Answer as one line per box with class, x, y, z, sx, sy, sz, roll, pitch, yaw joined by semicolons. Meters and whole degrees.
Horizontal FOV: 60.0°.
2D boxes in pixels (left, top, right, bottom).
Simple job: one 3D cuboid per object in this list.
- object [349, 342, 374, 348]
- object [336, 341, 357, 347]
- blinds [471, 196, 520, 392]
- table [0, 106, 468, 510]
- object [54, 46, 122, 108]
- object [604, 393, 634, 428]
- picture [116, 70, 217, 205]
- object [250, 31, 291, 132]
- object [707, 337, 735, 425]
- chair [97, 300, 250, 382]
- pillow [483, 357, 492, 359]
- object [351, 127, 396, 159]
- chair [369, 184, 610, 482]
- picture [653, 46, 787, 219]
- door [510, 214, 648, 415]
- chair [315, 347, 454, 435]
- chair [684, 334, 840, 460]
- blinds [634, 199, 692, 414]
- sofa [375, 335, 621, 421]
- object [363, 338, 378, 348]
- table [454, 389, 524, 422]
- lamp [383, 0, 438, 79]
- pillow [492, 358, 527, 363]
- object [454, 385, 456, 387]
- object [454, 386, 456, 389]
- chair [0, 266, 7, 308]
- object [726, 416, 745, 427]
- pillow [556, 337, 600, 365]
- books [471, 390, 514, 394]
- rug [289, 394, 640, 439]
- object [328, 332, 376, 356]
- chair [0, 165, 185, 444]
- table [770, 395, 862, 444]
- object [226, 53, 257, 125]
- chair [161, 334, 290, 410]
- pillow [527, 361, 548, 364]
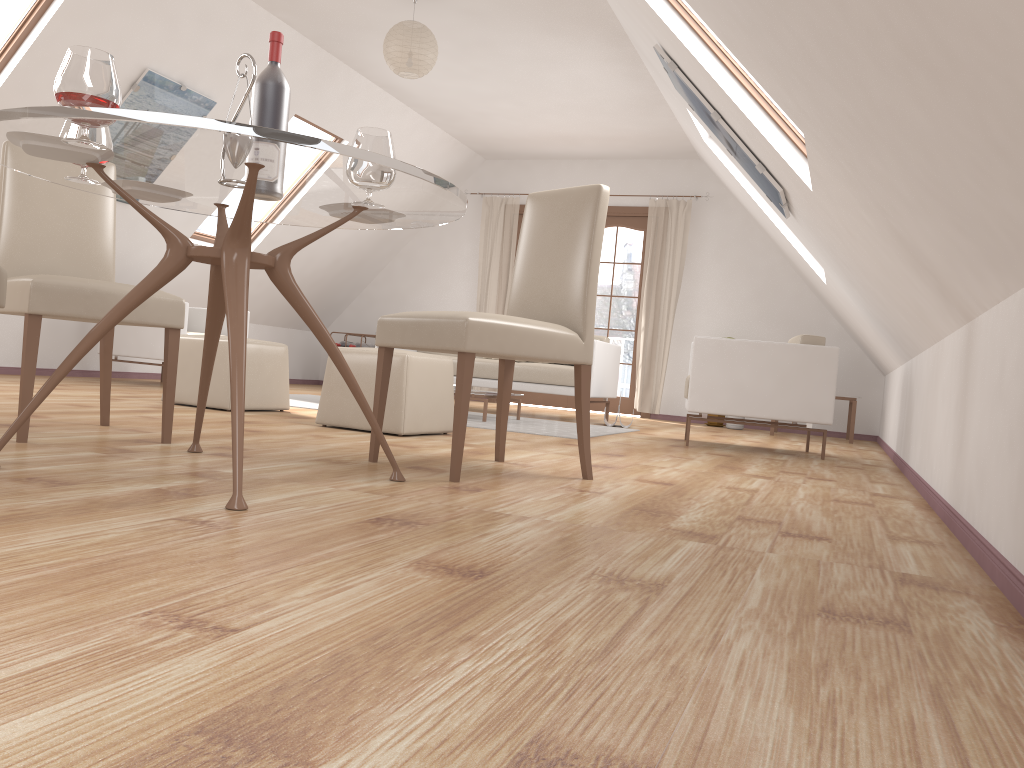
object;-1.636;-0.396;9.600;0.109;0.109;0.435;5;1;21
object;-1.809;-0.415;9.660;0.110;0.110;0.439;5;1;21
blinds;-0.197;-0.919;9.406;0.423;2.130;0.120;5;1;18
table;-0.746;-0.148;2.300;1.198;0.770;1.198;6;1;41
object;-0.936;-0.639;1.958;0.136;0.183;0.136;5;1;-1
object;0.816;0.188;6.736;0.212;0.267;0.315;5;1;8
picture;-2.537;-1.648;6.056;0.683;0.738;0.650;5;1;21
object;-0.666;-0.749;2.441;0.109;0.435;0.109;5;1;16
object;1.942;-0.028;8.383;0.311;0.846;0.307;5;1;13
chair;-2.622;-0.338;6.919;0.820;0.706;0.748;5;1;23
pillow;-0.068;-0.310;7.450;0.351;0.235;0.185;5;1;24
object;-0.382;-0.595;2.412;0.136;0.183;0.136;4;1;-43
chair;-0.056;-0.208;2.949;0.618;0.999;0.477;4;1;-42
picture;1.113;-1.308;4.684;0.683;0.738;0.650;5;1;21
door;0.654;-0.746;9.183;1.546;2.001;0.098;5;1;21
chair;-0.594;0.027;4.320;0.506;0.394;0.506;5;1;25
chair;1.464;0.043;5.370;0.820;0.706;0.748;5;1;10
blinds;1.467;-0.766;8.739;0.424;2.129;0.123;5;1;15
sofa;-0.129;-0.123;7.358;1.880;0.706;0.820;5;1;21
object;-0.989;-0.206;6.386;0.184;0.359;0.123;5;1;-28
table;-0.597;0.109;6.171;1.173;0.190;0.730;5;1;21
lamp;-0.616;-2.149;5.465;0.340;0.497;0.340;5;1;-30
pillow;0.017;-0.257;7.257;0.363;0.170;0.227;5;1;26
object;-0.462;-0.002;6.277;0.143;0.052;0.064;4;1;-39
object;-0.435;0.002;6.119;0.143;0.052;0.064;5;1;21
chair;-1.441;-0.317;1.879;0.618;0.999;0.477;5;1;-25
object;2.054;0.172;8.072;0.234;0.480;0.209;5;1;-13
pillow;0.529;-0.287;7.174;0.269;0.276;0.424;5;1;-20
books;-0.145;0.053;5.967;0.280;0.005;0.192;5;1;13
rug;-0.665;0.196;6.123;2.800;0.007;1.600;5;1;21
object;-1.545;-0.227;9.606;0.854;0.608;0.417;5;1;21
chair;-1.454;-0.332;2.976;0.477;0.999;0.618;4;1;-45
table;2.640;0.276;7.777;0.730;0.390;0.773;5;1;19
object;-0.700;-0.693;2.293;0.086;0.322;0.096;5;1;-17
chair;-1.573;-0.068;4.945;0.506;0.394;0.506;5;1;25
pillow;0.248;-0.279;7.326;0.351;0.225;0.196;5;1;26
